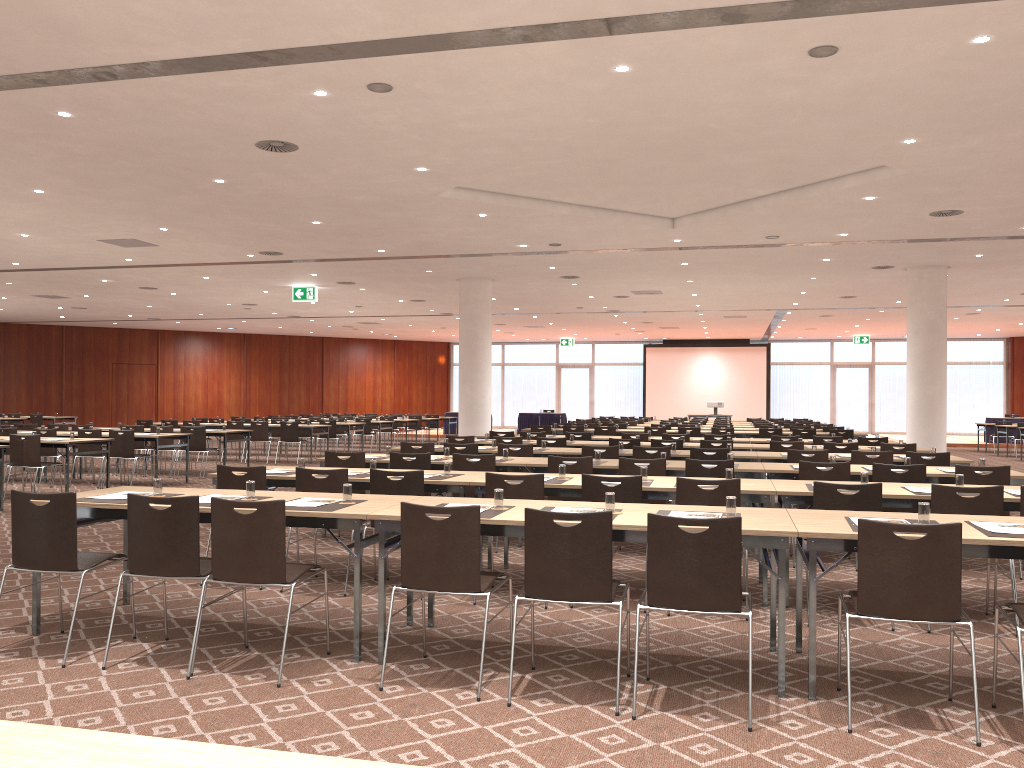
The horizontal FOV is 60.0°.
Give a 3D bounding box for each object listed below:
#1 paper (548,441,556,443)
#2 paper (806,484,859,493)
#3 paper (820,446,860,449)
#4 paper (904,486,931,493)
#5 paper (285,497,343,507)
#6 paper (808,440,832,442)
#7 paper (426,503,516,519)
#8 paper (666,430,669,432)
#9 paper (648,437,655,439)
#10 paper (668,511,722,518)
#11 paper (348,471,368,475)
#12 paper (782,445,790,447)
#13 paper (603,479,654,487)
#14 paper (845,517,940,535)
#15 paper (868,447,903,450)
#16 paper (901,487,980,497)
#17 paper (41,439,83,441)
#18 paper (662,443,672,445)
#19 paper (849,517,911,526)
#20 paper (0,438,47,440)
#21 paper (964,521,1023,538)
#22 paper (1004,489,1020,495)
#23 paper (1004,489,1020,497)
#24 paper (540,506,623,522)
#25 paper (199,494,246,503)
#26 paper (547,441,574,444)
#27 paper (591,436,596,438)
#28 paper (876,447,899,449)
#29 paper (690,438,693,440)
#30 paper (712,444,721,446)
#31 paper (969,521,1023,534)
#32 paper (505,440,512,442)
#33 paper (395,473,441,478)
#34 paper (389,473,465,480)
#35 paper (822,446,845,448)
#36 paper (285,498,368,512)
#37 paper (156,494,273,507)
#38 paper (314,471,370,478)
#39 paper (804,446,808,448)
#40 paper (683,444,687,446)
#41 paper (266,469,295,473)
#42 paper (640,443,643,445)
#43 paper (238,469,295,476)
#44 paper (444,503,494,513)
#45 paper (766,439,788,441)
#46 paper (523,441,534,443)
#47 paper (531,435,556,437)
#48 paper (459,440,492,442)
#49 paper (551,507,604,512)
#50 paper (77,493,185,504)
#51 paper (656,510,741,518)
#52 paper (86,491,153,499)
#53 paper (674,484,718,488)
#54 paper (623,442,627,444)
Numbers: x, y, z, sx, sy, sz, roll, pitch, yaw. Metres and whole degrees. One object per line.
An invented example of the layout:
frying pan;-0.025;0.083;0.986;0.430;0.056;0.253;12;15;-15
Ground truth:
paper;0.652;0.859;13.172;0.283;0.006;0.398;0;-1;14
paper;2.408;0.765;6.505;0.460;0.003;0.565;0;-1;16
paper;4.505;0.872;12.184;0.460;0.003;0.565;0;-1;13
paper;3.020;0.764;6.406;0.283;0.006;0.398;0;-1;15
paper;-1.229;0.719;5.406;0.283;0.006;0.398;0;-1;16
paper;4.948;0.907;14.101;0.460;0.003;0.565;0;-1;17
paper;-0.270;0.724;5.075;0.460;0.003;0.565;0;-1;14
paper;2.963;0.960;18.197;0.460;0.003;0.565;0;-1;14
paper;2.109;0.899;14.806;0.460;0.003;0.565;0;-1;17
paper;0.995;0.725;4.853;0.283;0.006;0.398;0;-1;17
paper;-1.402;0.752;7.514;0.283;0.006;0.398;0;-1;14
paper;3.799;0.867;12.383;0.283;0.006;0.398;0;-1;15
paper;0.853;0.761;6.878;0.460;0.003;0.565;0;-1;12
paper;1.983;0.731;4.577;0.460;0.003;0.565;0;-1;16
paper;5.087;0.873;11.999;0.460;0.003;0.565;0;-1;14
paper;3.070;0.767;6.324;0.460;0.003;0.565;0;-1;13
paper;-6.582;0.808;12.815;0.460;0.003;0.565;0;-1;13
paper;2.240;0.863;12.794;0.283;0.006;0.398;0;-1;18
paper;1.941;0.728;4.643;0.283;0.006;0.398;0;-1;13
paper;-7.190;0.807;12.969;0.460;0.003;0.565;0;-1;15
paper;2.571;0.733;4.432;0.460;0.003;0.565;0;-1;16
paper;3.658;0.766;6.258;0.283;0.006;0.398;0;-1;14
paper;3.710;0.769;6.193;0.460;0.003;0.565;0;-1;17
paper;0.358;0.726;4.954;0.460;0.003;0.565;0;-1;13
paper;-1.872;0.717;5.558;0.283;0.006;0.398;0;-1;17
paper;0.683;0.861;13.090;0.460;0.003;0.565;0;-1;10
paper;1.158;0.897;15.037;0.460;0.003;0.565;0;-1;11
paper;5.101;0.871;12.090;0.283;0.006;0.398;0;-1;15
paper;2.757;0.901;14.665;0.460;0.003;0.565;0;-1;13
paper;2.850;0.865;12.629;0.283;0.006;0.398;0;-1;13
paper;2.533;0.730;4.500;0.283;0.006;0.398;0;-1;12
paper;0.008;0.857;13.332;0.283;0.006;0.398;0;-1;14
paper;-0.763;0.754;7.332;0.283;0.006;0.398;0;-1;15
paper;-0.698;0.757;7.282;0.460;0.003;0.565;0;-1;17
paper;4.437;0.869;12.248;0.283;0.006;0.398;0;-1;14
paper;-1.183;0.722;5.314;0.460;0.003;0.565;0;-1;12
paper;-1.828;0.720;5.482;0.460;0.003;0.565;0;-1;16
paper;-1.352;0.755;7.425;0.460;0.003;0.565;0;-1;12
paper;3.850;0.870;12.314;0.460;0.003;0.565;0;-1;13
paper;2.270;0.866;12.696;0.460;0.003;0.565;0;-1;15
paper;-2.020;0.751;7.667;0.283;0.006;0.398;0;-1;15
paper;1.654;0.864;12.847;0.460;0.003;0.565;0;-1;11
paper;-1.995;0.754;7.591;0.460;0.003;0.565;0;-1;16
paper;-0.277;0.721;5.159;0.283;0.006;0.398;0;-1;12
paper;4.329;0.905;14.273;0.460;0.003;0.565;0;-1;15
paper;0.078;0.860;13.251;0.460;0.003;0.565;0;-1;13
paper;0.522;0.895;15.202;0.460;0.003;0.565;0;-1;12
paper;-0.570;0.859;13.424;0.460;0.003;0.565;0;-1;12
paper;0.351;0.723;5.007;0.283;0.006;0.398;0;-1;14
paper;-2.448;0.718;5.612;0.460;0.003;0.565;0;-1;17
paper;1.003;0.728;4.819;0.460;0.003;0.565;0;-1;15
paper;-2.494;0.716;5.712;0.283;0.006;0.398;0;-1;14
paper;1.477;0.763;6.736;0.460;0.003;0.565;0;-1;13
paper;1.614;0.861;12.942;0.283;0.006;0.398;0;-1;12
